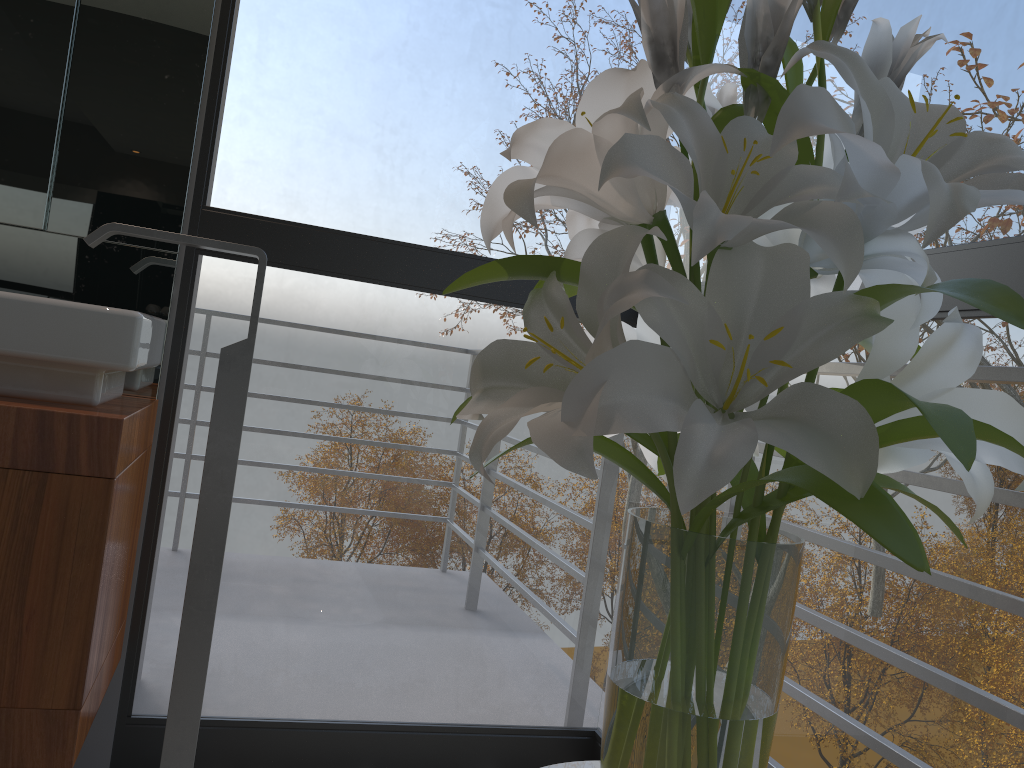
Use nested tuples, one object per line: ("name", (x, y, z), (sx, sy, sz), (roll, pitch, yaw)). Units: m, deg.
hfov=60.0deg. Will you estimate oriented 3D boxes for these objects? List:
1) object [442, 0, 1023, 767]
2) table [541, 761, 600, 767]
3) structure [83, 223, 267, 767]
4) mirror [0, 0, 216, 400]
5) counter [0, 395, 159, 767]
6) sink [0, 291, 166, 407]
("object", (0.178, -0.022, 0.731), (0.460, 0.796, 0.449), (8, 0, 11))
("table", (0.097, 0.610, 0.715), (0.307, 0.479, 0.308), (8, 0, -32))
("structure", (-0.583, 0.255, 1.413), (0.303, 0.989, 0.069), (8, -1, -16))
("mirror", (-1.430, -0.887, 1.517), (1.789, 1.618, 0.253), (8, 0, -16))
("counter", (-1.508, 0.263, 1.127), (1.847, 0.704, 0.525), (8, 0, -16))
("sink", (-0.934, -0.145, 1.332), (0.750, 0.266, 0.352), (8, 0, -16))
